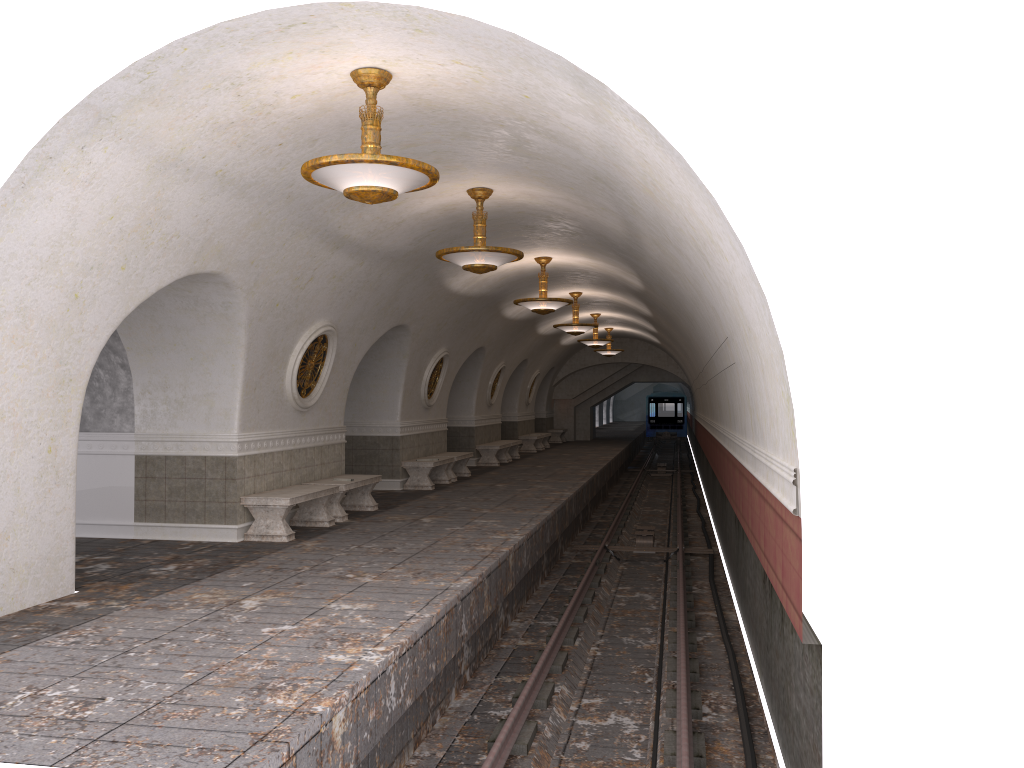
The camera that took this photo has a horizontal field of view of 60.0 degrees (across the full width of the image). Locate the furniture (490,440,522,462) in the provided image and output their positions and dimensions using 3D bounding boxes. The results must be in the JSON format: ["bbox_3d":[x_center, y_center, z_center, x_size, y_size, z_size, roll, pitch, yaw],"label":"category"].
[{"bbox_3d":[-0.159,1.823,24.295,0.613,0.508,1.509,0,-1,11],"label":"furniture"}]

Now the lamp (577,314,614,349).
[{"bbox_3d":[2.298,-1.447,24.398,1.008,0.955,1.008,-1,-1,26],"label":"lamp"}]

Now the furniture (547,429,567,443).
[{"bbox_3d":[1.783,2.028,34.697,0.613,0.508,1.509,0,-1,11],"label":"furniture"}]

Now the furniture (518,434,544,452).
[{"bbox_3d":[0.626,1.906,28.503,0.613,0.508,1.509,0,-1,11],"label":"furniture"}]

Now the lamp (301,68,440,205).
[{"bbox_3d":[-1.038,-1.799,6.535,1.008,0.955,1.008,1,-1,-33],"label":"lamp"}]

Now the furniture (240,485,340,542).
[{"bbox_3d":[-2.676,1.558,10.820,0.613,0.508,1.509,0,-1,11],"label":"furniture"}]

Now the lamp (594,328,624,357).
[{"bbox_3d":[3.185,-1.354,29.145,1.008,0.955,1.008,1,-1,-33],"label":"lamp"}]

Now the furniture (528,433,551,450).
[{"bbox_3d":[0.935,1.939,30.156,0.613,0.508,1.509,0,-1,11],"label":"furniture"}]

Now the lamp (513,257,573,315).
[{"bbox_3d":[0.525,-1.634,14.906,1.008,0.955,1.008,0,-1,-5],"label":"lamp"}]

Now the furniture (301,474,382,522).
[{"bbox_3d":[-2.368,1.591,12.472,0.613,0.508,1.509,0,-1,11],"label":"furniture"}]

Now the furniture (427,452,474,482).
[{"bbox_3d":[-1.265,1.707,18.378,0.613,0.508,1.509,0,-1,11],"label":"furniture"}]

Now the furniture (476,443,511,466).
[{"bbox_3d":[-0.468,1.791,22.643,0.613,0.508,1.509,0,-1,11],"label":"furniture"}]

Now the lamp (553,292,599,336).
[{"bbox_3d":[1.412,-1.540,19.653,1.008,0.955,1.008,-1,-1,26],"label":"lamp"}]

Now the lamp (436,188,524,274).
[{"bbox_3d":[-0.367,-1.728,10.127,1.008,0.955,1.008,0,-1,-5],"label":"lamp"}]

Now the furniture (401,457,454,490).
[{"bbox_3d":[-1.573,1.675,16.725,0.613,0.508,1.509,0,-1,11],"label":"furniture"}]
